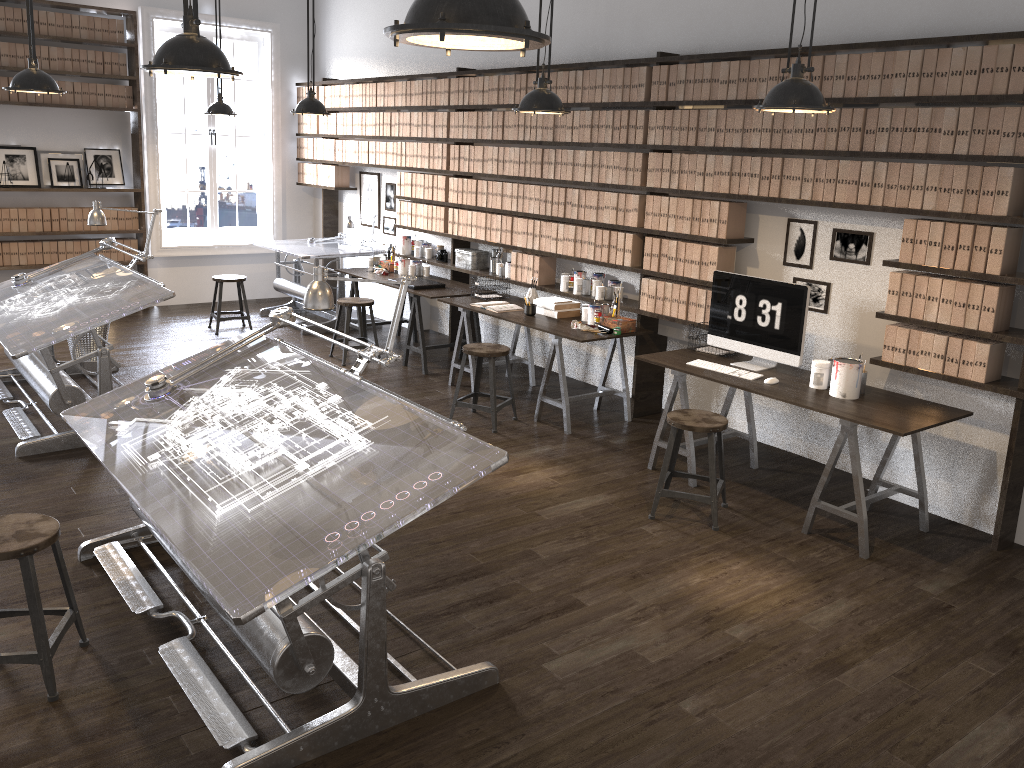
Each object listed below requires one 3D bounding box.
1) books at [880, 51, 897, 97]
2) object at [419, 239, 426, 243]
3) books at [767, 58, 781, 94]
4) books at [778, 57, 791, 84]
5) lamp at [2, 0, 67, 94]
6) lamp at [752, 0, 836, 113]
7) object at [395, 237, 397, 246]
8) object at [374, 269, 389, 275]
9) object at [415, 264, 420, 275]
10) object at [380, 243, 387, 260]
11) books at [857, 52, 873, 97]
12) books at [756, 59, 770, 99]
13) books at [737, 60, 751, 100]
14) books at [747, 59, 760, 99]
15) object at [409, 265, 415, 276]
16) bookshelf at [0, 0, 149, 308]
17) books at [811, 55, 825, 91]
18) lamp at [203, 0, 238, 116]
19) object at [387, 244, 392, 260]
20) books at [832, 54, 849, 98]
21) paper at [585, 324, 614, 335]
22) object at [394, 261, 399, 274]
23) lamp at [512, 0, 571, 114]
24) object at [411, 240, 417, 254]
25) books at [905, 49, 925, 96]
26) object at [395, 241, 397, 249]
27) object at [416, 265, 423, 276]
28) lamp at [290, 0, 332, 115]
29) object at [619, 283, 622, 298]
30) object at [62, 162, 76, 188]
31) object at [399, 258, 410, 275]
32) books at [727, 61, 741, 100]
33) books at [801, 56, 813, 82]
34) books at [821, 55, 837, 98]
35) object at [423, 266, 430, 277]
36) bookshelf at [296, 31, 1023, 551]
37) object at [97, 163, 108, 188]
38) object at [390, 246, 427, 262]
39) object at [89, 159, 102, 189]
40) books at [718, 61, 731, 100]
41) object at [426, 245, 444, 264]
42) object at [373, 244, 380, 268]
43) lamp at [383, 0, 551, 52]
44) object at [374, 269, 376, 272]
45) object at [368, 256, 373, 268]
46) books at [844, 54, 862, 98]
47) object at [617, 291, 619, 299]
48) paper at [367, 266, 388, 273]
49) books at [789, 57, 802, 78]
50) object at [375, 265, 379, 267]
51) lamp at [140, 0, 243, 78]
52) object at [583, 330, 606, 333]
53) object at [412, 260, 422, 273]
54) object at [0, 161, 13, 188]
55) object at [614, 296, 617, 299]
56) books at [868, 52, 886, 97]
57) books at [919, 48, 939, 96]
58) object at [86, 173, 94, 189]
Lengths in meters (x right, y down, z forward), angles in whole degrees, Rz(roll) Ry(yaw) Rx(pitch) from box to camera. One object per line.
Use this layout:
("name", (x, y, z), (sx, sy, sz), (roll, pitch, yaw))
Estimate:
("books", (1.975, -1.578, 4.534), (0.175, 0.223, 0.067), (-8, 16, -37))
("object", (-0.871, -1.334, 8.576), (0.070, 0.129, 0.071), (5, 13, 9))
("books", (1.546, -1.739, 5.068), (0.175, 0.223, 0.067), (-8, 16, -37))
("books", (1.590, -1.722, 5.012), (0.175, 0.223, 0.067), (-8, 16, -37))
("lamp", (-2.569, -2.689, 4.624), (0.313, 2.228, 0.314), (-1, 13, -17))
("lamp", (1.148, -2.155, 3.229), (0.313, 2.228, 0.314), (0, 13, -13))
("object", (-1.085, -1.249, 8.227), (0.021, 0.226, 0.007), (-3, 14, -26))
("object", (-1.186, -1.026, 8.055), (0.132, 0.050, 0.199), (0, 15, -9))
("object", (-0.857, -1.040, 8.059), (0.044, 0.100, 0.045), (-7, 16, -37))
("object", (-1.216, -1.210, 8.371), (0.068, 0.235, 0.069), (-8, 16, -40))
("books", (1.894, -1.609, 4.638), (0.175, 0.223, 0.067), (-8, 16, -37))
("books", (1.505, -1.756, 5.126), (0.175, 0.223, 0.067), (-8, 16, -37))
("books", (1.422, -1.788, 5.234), (0.175, 0.223, 0.067), (-8, 16, -37))
("books", (1.466, -1.773, 5.182), (0.175, 0.223, 0.067), (-8, 16, -37))
("object", (-0.906, -1.032, 8.022), (0.062, 0.093, 0.062), (3, 13, 2))
("bookshelf", (-4.914, -1.796, 8.597), (2.481, 3.683, 0.416), (-8, 16, -37))
("books", (1.715, -1.675, 4.857), (0.175, 0.223, 0.067), (-8, 16, -37))
("lamp", (-2.685, -3.609, 8.065), (0.312, 2.228, 0.315), (10, 14, 31))
("object", (-1.149, -1.217, 8.423), (0.068, 0.227, 0.069), (-8, 16, -40))
("books", (1.805, -1.641, 4.745), (0.175, 0.223, 0.067), (-8, 16, -37))
("paper", (0.575, -0.362, 5.865), (0.137, 0.038, 0.156), (-4, 16, -23))
("object", (-1.055, -1.071, 8.125), (0.049, 0.110, 0.050), (-8, 17, -40))
("lamp", (0.202, -2.515, 4.425), (0.313, 2.228, 0.314), (0, 13, -13))
("object", (-0.938, -1.311, 8.478), (0.051, 0.138, 0.051), (-8, 16, -39))
("books", (2.055, -1.546, 4.428), (0.175, 0.223, 0.067), (-8, 16, -37))
("object", (-1.087, -1.233, 8.218), (0.006, 0.191, 0.056), (-7, 16, -38))
("object", (-0.838, -1.024, 8.006), (0.062, 0.092, 0.064), (5, 13, 11))
("lamp", (-1.495, -3.159, 6.569), (0.312, 2.228, 0.315), (10, 14, 31))
("object", (0.720, -0.563, 5.946), (0.020, 0.226, 0.007), (1, 12, -7))
("object", (-4.390, -2.063, 8.764), (0.124, 0.257, 0.040), (-7, 16, -37))
("object", (-0.983, -1.073, 8.094), (0.105, 0.140, 0.104), (15, 18, 43))
("books", (1.376, -1.804, 5.286), (0.175, 0.223, 0.067), (-8, 16, -37))
("books", (1.674, -1.693, 4.917), (0.175, 0.223, 0.067), (-8, 16, -37))
("books", (1.765, -1.658, 4.802), (0.175, 0.223, 0.067), (-8, 16, -37))
("object", (-0.772, -1.020, 7.999), (0.062, 0.093, 0.062), (5, 13, 11))
("bookshelf", (0.456, -0.820, 6.804), (0.374, 3.172, 9.253), (-7, 17, -37))
("object", (-4.157, -2.113, 8.986), (0.111, 0.259, 0.040), (-7, 16, -37))
("object", (-0.966, -1.210, 8.268), (0.345, 0.144, 0.078), (-2, 13, -15))
("object", (-4.194, -2.118, 8.918), (0.118, 0.301, 0.040), (-7, 16, -37))
("books", (1.333, -1.821, 5.343), (0.175, 0.223, 0.067), (-8, 16, -37))
("object", (-0.694, -1.191, 8.149), (0.107, 0.160, 0.238), (7, 15, 17))
("object", (-1.273, -1.197, 8.329), (0.068, 0.227, 0.069), (-8, 16, -40))
("lamp", (-0.035, -1.727, 1.424), (0.312, 2.228, 0.315), (10, 14, 31))
("object", (-1.260, -1.039, 8.136), (0.011, 0.017, 0.173), (1, 15, -6))
("object", (-1.328, -1.152, 8.387), (0.068, 0.103, 0.069), (-6, 16, -33))
("books", (1.851, -1.626, 4.693), (0.175, 0.223, 0.067), (-8, 16, -37))
("object", (0.705, -0.542, 5.940), (0.008, 0.184, 0.072), (3, 13, 4))
("paper", (-1.249, -1.055, 8.170), (0.156, 0.038, 0.138), (13, 18, 36))
("books", (1.632, -1.708, 4.966), (0.175, 0.223, 0.067), (-8, 16, -37))
("object", (-1.267, -1.089, 8.293), (0.049, 0.037, 0.049), (-10, 18, -40))
("lamp", (-0.982, -2.086, 2.620), (0.313, 2.228, 0.314), (0, 13, -13))
("object", (0.548, -0.346, 5.860), (0.158, 0.005, 0.005), (7, 14, 17))
("object", (-0.869, -1.070, 8.123), (0.094, 0.127, 0.095), (-6, 16, -33))
("object", (-4.839, -1.988, 8.405), (0.175, 0.257, 0.040), (-8, 16, -37))
("object", (0.695, -0.531, 5.947), (0.038, 0.152, 0.008), (5, 12, 11))
("books", (1.931, -1.593, 4.583), (0.175, 0.223, 0.067), (-8, 16, -37))
("books", (2.101, -1.530, 4.376), (0.175, 0.223, 0.067), (-8, 16, -37))
("object", (-4.223, -2.035, 8.869), (0.066, 0.164, 0.040), (-7, 16, -37))
